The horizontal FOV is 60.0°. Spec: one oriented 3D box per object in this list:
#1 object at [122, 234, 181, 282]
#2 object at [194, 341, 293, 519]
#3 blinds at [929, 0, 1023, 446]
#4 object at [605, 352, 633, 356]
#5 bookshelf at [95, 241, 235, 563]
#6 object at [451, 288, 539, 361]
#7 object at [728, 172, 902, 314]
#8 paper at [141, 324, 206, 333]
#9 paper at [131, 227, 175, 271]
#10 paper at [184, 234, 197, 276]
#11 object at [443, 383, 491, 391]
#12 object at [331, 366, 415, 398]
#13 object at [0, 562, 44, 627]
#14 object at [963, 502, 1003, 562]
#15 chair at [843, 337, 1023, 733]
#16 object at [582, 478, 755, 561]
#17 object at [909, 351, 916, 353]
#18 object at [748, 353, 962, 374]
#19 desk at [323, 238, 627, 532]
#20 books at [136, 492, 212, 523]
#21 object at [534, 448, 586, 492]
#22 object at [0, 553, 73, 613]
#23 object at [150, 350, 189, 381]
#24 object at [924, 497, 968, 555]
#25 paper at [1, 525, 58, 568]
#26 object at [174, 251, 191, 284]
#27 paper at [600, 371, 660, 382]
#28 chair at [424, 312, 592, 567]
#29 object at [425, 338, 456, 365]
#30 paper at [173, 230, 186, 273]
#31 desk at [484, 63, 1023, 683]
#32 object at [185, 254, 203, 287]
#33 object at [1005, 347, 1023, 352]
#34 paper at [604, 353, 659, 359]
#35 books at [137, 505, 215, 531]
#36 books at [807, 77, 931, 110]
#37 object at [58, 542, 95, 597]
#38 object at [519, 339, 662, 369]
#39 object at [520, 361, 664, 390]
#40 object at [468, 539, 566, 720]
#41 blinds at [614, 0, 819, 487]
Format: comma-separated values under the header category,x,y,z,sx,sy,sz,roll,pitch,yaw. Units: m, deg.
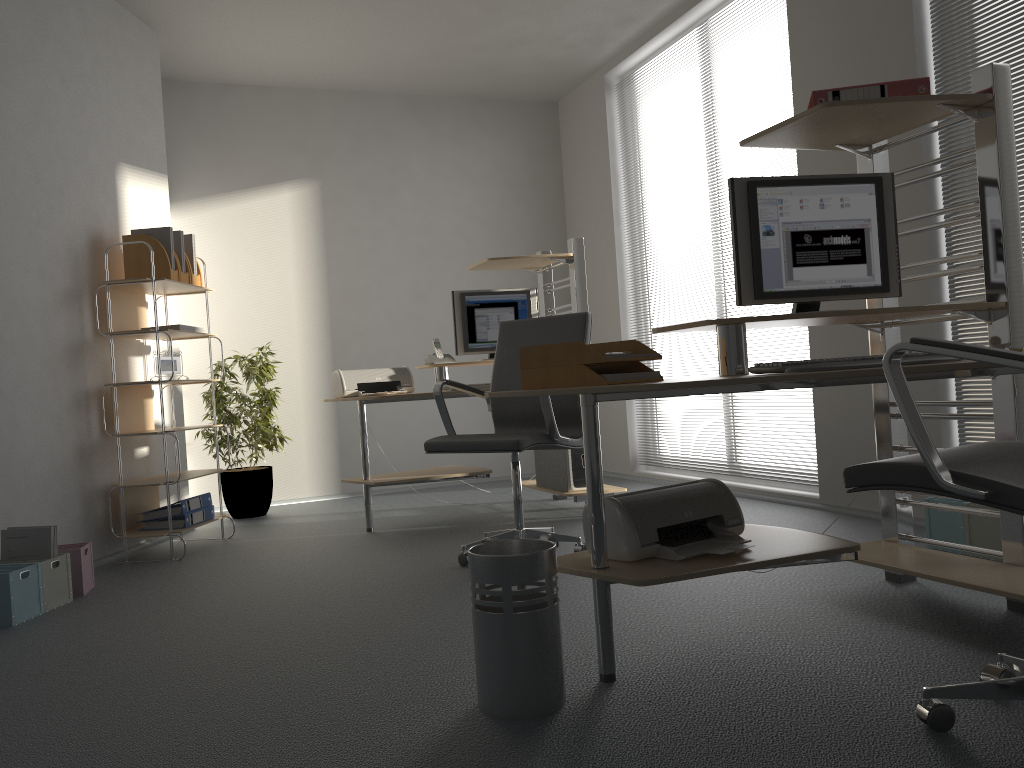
category,x,y,z,sx,sy,sz,roll,pitch,yaw
object,-1.856,-0.637,4.569,0.243,0.259,0.113,-4,0,4
object,-1.721,0.298,5.786,0.544,1.147,0.644,-4,0,8
blinds,2.207,-0.875,2.904,0.022,2.770,1.950,-4,0,-21
object,0.276,-0.078,2.295,0.008,0.009,0.159,-4,0,33
bookshelf,-1.799,0.088,4.635,0.381,1.572,0.724,-4,0,6
object,-0.094,-0.348,5.284,0.516,0.418,0.245,-4,0,-6
object,0.907,-0.411,2.700,0.516,0.418,0.245,-4,0,1
paper,-1.801,-0.280,4.728,0.213,0.046,0.297,-4,0,6
paper,-1.857,-0.656,4.589,0.213,0.297,0.045,-4,0,4
paper,-1.825,-0.659,4.836,0.213,0.297,0.045,-4,0,9
object,-0.188,0.039,5.058,0.478,0.082,0.814,-4,0,-14
object,-0.756,-0.015,4.990,0.438,0.162,0.351,-4,0,-29
object,-1.914,0.788,3.293,0.245,0.202,0.185,-4,0,6
object,1.832,0.535,3.261,0.245,0.202,0.185,-4,0,-21
chair,1.059,0.157,1.695,0.584,1.048,0.652,-4,0,-35
object,0.459,0.357,2.349,0.438,0.162,0.351,-4,0,-37
object,1.178,-0.094,2.582,0.054,0.064,0.159,-4,0,36
object,0.778,-0.023,2.454,0.478,0.082,0.814,-4,0,-14
desk,-0.240,-0.019,4.931,1.469,1.566,0.967,-4,0,-21
books,-1.760,0.641,4.623,0.263,0.100,0.320,-4,0,7
object,0.307,0.378,5.050,0.199,0.422,0.471,-4,0,-21
object,-1.896,0.787,3.477,0.245,0.202,0.185,-4,0,6
object,-1.790,-0.094,4.624,0.077,0.161,0.192,-4,0,25
object,1.766,0.540,3.434,0.245,0.202,0.185,-4,0,-21
paper,-1.899,0.717,3.492,0.220,0.306,0.068,-4,0,6
object,-1.845,-0.637,4.692,0.243,0.259,0.113,-4,0,7
paper,0.212,-0.014,2.371,0.210,0.019,0.297,-4,0,-42
chair,0.014,0.225,3.839,0.584,1.048,0.652,-4,0,35
object,-0.421,-0.191,5.129,0.150,0.151,0.119,-4,0,-35
paper,-1.845,-0.657,4.713,0.213,0.297,0.045,-4,0,7
desk,0.768,-0.083,2.325,1.469,1.566,0.967,-4,0,-21
object,-1.826,-0.639,4.815,0.243,0.259,0.113,-4,0,9
object,1.363,-0.088,2.362,0.132,0.026,0.132,-4,0,-21
paper,0.209,-0.065,2.371,0.210,0.010,0.297,-4,0,-42
books,-1.746,0.695,4.622,0.262,0.072,0.320,-4,0,7
books,1.061,-0.834,2.687,0.320,0.072,0.262,-4,0,11
object,-1.902,0.787,3.704,0.245,0.202,0.185,-4,0,-13
object,0.207,-0.082,2.372,0.225,0.060,0.309,-4,0,-42
object,0.211,-0.026,2.372,0.225,0.060,0.309,-4,0,-42
object,0.012,0.572,2.089,0.208,0.377,0.208,-4,0,22
blinds,1.195,-0.811,5.516,0.037,2.749,1.950,-4,0,-21
